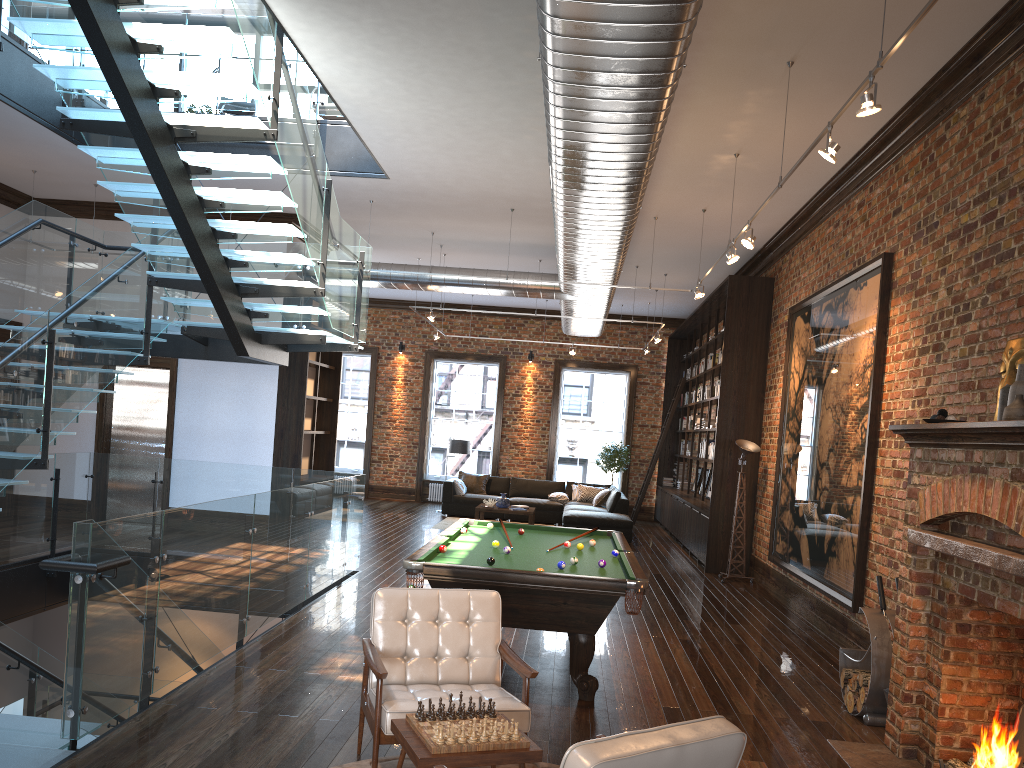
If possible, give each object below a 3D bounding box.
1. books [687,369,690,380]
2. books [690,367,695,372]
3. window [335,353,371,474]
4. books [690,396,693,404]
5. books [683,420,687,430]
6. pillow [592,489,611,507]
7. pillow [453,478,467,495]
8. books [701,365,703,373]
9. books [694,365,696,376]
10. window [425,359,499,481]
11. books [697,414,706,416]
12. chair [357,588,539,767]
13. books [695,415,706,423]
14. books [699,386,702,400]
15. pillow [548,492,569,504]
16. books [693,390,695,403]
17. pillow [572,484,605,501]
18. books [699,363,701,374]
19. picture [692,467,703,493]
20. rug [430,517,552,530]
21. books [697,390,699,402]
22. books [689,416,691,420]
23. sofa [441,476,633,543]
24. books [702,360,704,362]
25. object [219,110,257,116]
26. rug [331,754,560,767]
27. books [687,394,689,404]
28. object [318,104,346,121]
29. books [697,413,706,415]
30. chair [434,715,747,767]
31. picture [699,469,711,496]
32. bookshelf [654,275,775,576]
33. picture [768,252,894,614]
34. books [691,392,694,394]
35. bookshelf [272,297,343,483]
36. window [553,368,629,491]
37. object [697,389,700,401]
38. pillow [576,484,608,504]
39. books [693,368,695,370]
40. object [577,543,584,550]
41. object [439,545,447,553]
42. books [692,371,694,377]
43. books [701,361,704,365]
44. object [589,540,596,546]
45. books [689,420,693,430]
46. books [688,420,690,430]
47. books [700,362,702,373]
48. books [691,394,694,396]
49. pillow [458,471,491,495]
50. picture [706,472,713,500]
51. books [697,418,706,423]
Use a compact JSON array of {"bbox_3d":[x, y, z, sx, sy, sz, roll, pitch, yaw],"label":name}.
[{"bbox_3d":[3.707,-0.172,18.213,0.235,0.252,0.028,4,2,4],"label":"books"},{"bbox_3d":[3.711,-0.197,17.999,0.190,0.280,0.017,4,2,4],"label":"books"},{"bbox_3d":[-3.942,0.655,20.081,1.519,2.757,0.154,4,2,4],"label":"window"},{"bbox_3d":[3.670,0.341,17.941,0.185,0.211,0.069,4,1,4],"label":"books"},{"bbox_3d":[3.637,0.850,18.225,0.231,0.225,0.024,4,2,4],"label":"books"},{"bbox_3d":[1.695,2.162,16.793,0.314,0.355,0.629,4,-2,3],"label":"pillow"},{"bbox_3d":[-1.001,2.007,17.265,0.244,0.305,0.574,4,-2,5],"label":"pillow"},{"bbox_3d":[3.601,-0.251,16.442,0.187,0.200,0.030,4,2,4],"label":"books"},{"bbox_3d":[3.689,-0.228,17.468,0.187,0.280,0.028,4,2,4],"label":"books"},{"bbox_3d":[-1.097,0.859,19.898,1.519,2.757,0.154,4,2,4],"label":"window"},{"bbox_3d":[3.585,0.728,16.819,0.162,0.306,0.006,4,2,4],"label":"books"},{"bbox_3d":[-0.327,1.471,4.287,0.769,0.867,0.740,4,0,-16],"label":"chair"},{"bbox_3d":[3.563,0.735,16.806,0.188,0.288,0.013,4,2,4],"label":"books"},{"bbox_3d":[3.587,0.204,16.535,0.183,0.314,0.013,4,2,4],"label":"books"},{"bbox_3d":[0.902,2.218,17.285,0.409,0.204,0.611,4,-3,2],"label":"pillow"},{"bbox_3d":[3.645,0.272,17.386,0.174,0.283,0.113,4,1,4],"label":"books"},{"bbox_3d":[1.497,2.175,17.453,0.703,0.338,0.270,4,0,4],"label":"pillow"},{"bbox_3d":[3.640,-0.256,16.767,0.183,0.252,0.015,4,2,4],"label":"books"},{"bbox_3d":[3.555,1.842,17.019,0.112,0.498,0.507,4,-1,4],"label":"picture"},{"bbox_3d":[-0.281,2.527,15.667,2.020,0.003,2.116,4,-3,4],"label":"rug"},{"bbox_3d":[3.602,0.234,16.804,0.178,0.286,0.087,4,1,4],"label":"books"},{"bbox_3d":[3.617,0.787,17.659,0.185,0.286,0.036,4,2,4],"label":"books"},{"bbox_3d":[0.367,2.207,16.277,3.498,0.805,3.453,4,-3,4],"label":"sofa"},{"bbox_3d":[3.644,-0.295,16.632,0.166,0.316,0.016,4,2,4],"label":"books"},{"bbox_3d":[-3.432,-3.371,10.877,0.541,0.770,0.518,4,0,-26],"label":"object"},{"bbox_3d":[-0.142,1.869,3.610,1.968,0.015,1.973,4,-3,6],"label":"rug"},{"bbox_3d":[3.677,0.330,18.086,0.189,0.247,0.005,4,2,4],"label":"books"},{"bbox_3d":[-2.131,-3.278,10.787,0.539,0.770,0.520,4,0,14],"label":"object"},{"bbox_3d":[3.588,0.716,16.824,0.161,0.332,0.006,4,2,4],"label":"books"},{"bbox_3d":[0.215,1.431,2.824,0.770,0.867,0.739,5,0,-36],"label":"chair"},{"bbox_3d":[3.490,1.784,16.040,0.112,0.498,0.507,4,-1,4],"label":"picture"},{"bbox_3d":[3.287,0.786,15.544,0.600,4.002,7.414,4,-2,4],"label":"bookshelf"},{"bbox_3d":[3.100,0.510,8.947,0.080,3.005,3.202,4,-1,4],"label":"picture"},{"bbox_3d":[3.689,0.310,18.031,0.190,0.282,0.006,4,2,4],"label":"books"},{"bbox_3d":[-2.986,0.422,13.068,0.400,3.522,1.781,4,1,4],"label":"bookshelf"},{"bbox_3d":[1.750,1.063,19.714,1.519,2.757,0.154,4,2,4],"label":"window"},{"bbox_3d":[3.445,0.212,16.335,0.075,0.255,0.087,4,1,-6],"label":"object"},{"bbox_3d":[1.560,2.144,17.269,0.611,0.362,0.288,4,0,8],"label":"pillow"},{"bbox_3d":[3.730,-0.185,17.952,0.129,0.253,0.014,4,2,4],"label":"books"},{"bbox_3d":[0.543,1.296,7.058,0.057,0.057,0.057,4,-1,4],"label":"object"},{"bbox_3d":[-0.493,1.178,6.331,0.057,0.057,0.057,5,-1,-39],"label":"object"},{"bbox_3d":[3.721,-0.160,17.868,0.170,0.195,0.083,4,1,4],"label":"books"},{"bbox_3d":[3.616,-0.280,16.503,0.192,0.267,0.016,4,2,4],"label":"books"},{"bbox_3d":[0.668,1.323,7.374,0.057,0.057,0.057,5,-1,-41],"label":"object"},{"bbox_3d":[3.571,0.802,17.249,0.236,0.203,0.046,4,1,4],"label":"books"},{"bbox_3d":[3.607,0.829,17.626,0.192,0.196,0.034,4,2,4],"label":"books"},{"bbox_3d":[3.631,-0.273,16.671,0.172,0.273,0.059,4,2,4],"label":"books"},{"bbox_3d":[3.681,0.323,17.960,0.166,0.250,0.079,4,1,4],"label":"books"},{"bbox_3d":[-0.797,1.967,17.638,0.700,0.440,0.304,4,0,4],"label":"pillow"},{"bbox_3d":[3.434,1.733,15.199,0.112,0.498,0.507,4,-1,4],"label":"picture"},{"bbox_3d":[3.575,0.761,16.754,0.147,0.233,0.036,4,2,4],"label":"books"}]
